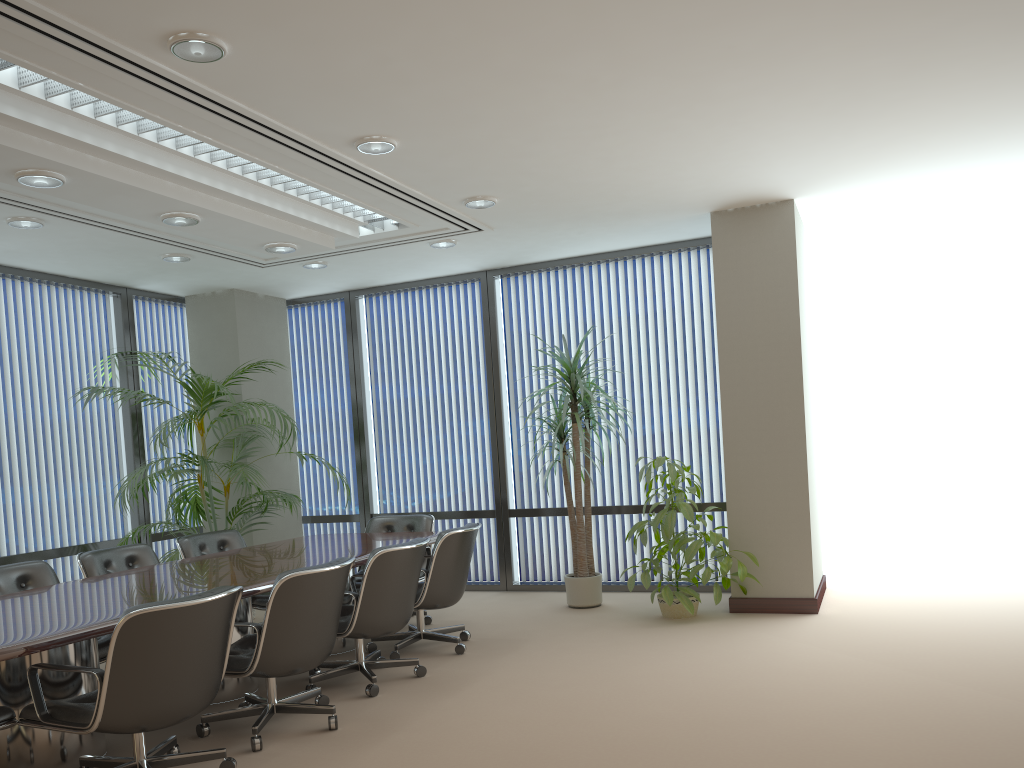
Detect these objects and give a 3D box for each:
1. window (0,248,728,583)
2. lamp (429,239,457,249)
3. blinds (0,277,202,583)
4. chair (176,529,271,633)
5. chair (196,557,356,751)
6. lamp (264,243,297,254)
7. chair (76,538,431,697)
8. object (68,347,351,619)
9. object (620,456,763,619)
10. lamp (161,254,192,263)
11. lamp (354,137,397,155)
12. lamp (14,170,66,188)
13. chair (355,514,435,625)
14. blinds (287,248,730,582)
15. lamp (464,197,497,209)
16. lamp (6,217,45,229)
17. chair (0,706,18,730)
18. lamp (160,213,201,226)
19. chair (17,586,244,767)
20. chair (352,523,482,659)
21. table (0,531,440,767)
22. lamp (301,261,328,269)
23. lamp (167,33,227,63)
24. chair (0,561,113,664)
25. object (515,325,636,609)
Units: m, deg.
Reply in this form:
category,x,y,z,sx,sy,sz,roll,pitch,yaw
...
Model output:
category,x,y,z,sx,sy,sz,roll,pitch,yaw
window,-2.142,0.552,7.916,7.355,2.919,3.540,-2,-2,-22
lamp,-0.553,-1.118,7.070,0.225,0.035,0.225,-4,-4,12
blinds,-3.892,0.607,7.178,0.032,2.911,4.886,-3,-2,23
chair,-2.078,1.565,6.787,0.855,0.861,0.756,-4,-1,28
chair,-1.227,1.360,4.592,0.854,0.861,0.757,-4,-1,23
lamp,-1.597,-0.931,6.088,0.224,0.035,0.226,0,-5,-43
chair,-1.672,1.464,5.698,2.533,0.860,0.756,-5,-1,23
object,-2.663,0.852,7.762,2.094,2.484,2.159,-4,-1,43
object,1.314,1.194,6.724,0.978,1.316,0.856,-4,0,-7
lamp,-2.652,-0.991,6.971,0.224,0.035,0.226,0,-5,-43
lamp,-0.728,-1.269,4.714,0.224,0.035,0.226,0,-5,-43
lamp,-2.324,-1.004,4.347,0.226,0.035,0.224,-7,-5,40
chair,-1.016,1.522,7.156,0.760,0.861,0.850,-4,-1,23
blinds,-0.421,0.480,8.577,4.941,2.917,0.050,-5,2,23
lamp,-0.214,-1.217,5.946,0.224,0.035,0.226,0,-5,-43
lamp,-3.166,-1.042,5.739,0.224,0.035,0.226,0,-5,-43
chair,-2.543,1.369,3.498,0.760,0.861,0.850,-4,-1,23
lamp,-1.961,-0.968,5.218,0.224,0.035,0.226,0,-5,-43
chair,-1.607,1.329,3.798,0.859,0.861,0.751,-4,-1,26
chair,-0.621,1.428,6.149,0.854,0.861,0.733,-4,0,18
table,-1.810,1.502,5.330,1.510,0.750,4.063,-5,-4,22
lamp,-1.686,-1.013,7.546,0.226,0.035,0.224,-6,-4,33
lamp,-1.241,-1.321,3.482,0.225,0.035,0.225,-4,-4,12
chair,-2.769,1.503,5.240,0.854,0.861,0.757,-4,-1,23
object,0.559,0.710,7.329,1.017,2.320,1.029,-4,1,-2
